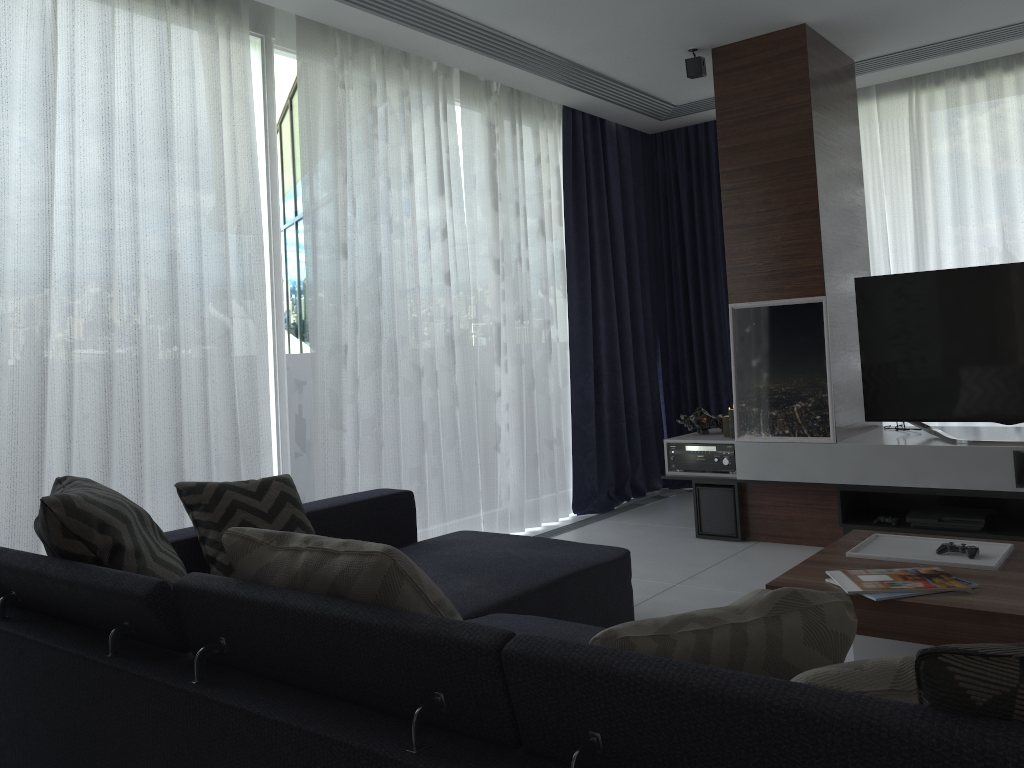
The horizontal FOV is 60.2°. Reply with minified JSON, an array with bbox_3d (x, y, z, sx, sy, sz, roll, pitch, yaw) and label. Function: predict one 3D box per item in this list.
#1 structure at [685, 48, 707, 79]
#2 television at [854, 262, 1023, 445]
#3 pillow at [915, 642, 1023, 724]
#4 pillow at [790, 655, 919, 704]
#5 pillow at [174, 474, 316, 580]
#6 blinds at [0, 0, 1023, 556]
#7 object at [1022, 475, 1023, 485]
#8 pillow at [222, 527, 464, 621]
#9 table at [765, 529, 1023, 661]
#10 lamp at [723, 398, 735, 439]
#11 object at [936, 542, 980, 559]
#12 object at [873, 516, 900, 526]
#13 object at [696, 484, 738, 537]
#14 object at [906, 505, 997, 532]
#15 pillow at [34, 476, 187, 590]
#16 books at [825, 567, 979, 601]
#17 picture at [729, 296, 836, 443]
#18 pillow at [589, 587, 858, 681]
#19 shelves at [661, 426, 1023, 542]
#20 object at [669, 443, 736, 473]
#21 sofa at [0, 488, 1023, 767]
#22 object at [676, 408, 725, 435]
[{"bbox_3d":[0.970,-1.685,4.663,0.084,0.143,0.114,-4,-2,28],"label":"structure"},{"bbox_3d":[2.198,-0.142,3.949,1.226,0.789,0.297,-3,-2,38],"label":"television"},{"bbox_3d":[0.652,0.437,0.979,0.415,0.387,0.221,-3,-2,8],"label":"pillow"},{"bbox_3d":[0.537,0.472,1.192,0.416,0.295,0.329,-3,0,0],"label":"pillow"},{"bbox_3d":[-0.806,0.464,2.805,0.285,0.346,0.415,-4,-1,43],"label":"pillow"},{"bbox_3d":[1.108,-0.515,2.194,5.780,2.781,7.146,-2,1,41],"label":"blinds"},{"bbox_3d":[2.409,0.395,3.701,0.429,0.053,0.336,-2,2,38],"label":"object"},{"bbox_3d":[-0.283,0.462,1.710,0.493,0.389,0.343,-3,-1,38],"label":"pillow"},{"bbox_3d":[1.260,0.679,2.476,0.798,0.353,0.806,-2,1,38],"label":"table"},{"bbox_3d":[1.172,0.179,4.699,0.077,0.212,0.153,-3,-1,-4],"label":"lamp"},{"bbox_3d":[1.315,0.485,2.600,0.071,0.036,0.112,-4,1,-39],"label":"object"},{"bbox_3d":[1.740,0.630,4.091,0.071,0.036,0.112,-4,1,-39],"label":"object"},{"bbox_3d":[1.124,0.649,4.635,0.212,0.252,0.254,-4,-1,38],"label":"object"},{"bbox_3d":[1.993,0.603,4.004,0.313,0.067,0.314,-2,2,38],"label":"object"},{"bbox_3d":[-1.017,0.503,2.274,0.356,0.520,0.596,-2,-1,-22],"label":"pillow"},{"bbox_3d":[4.787,0.441,1.200,8.222,0.374,0.405,-3,0,16],"label":"books"},{"bbox_3d":[1.325,-0.066,4.364,0.498,0.703,0.053,-4,-3,37],"label":"picture"},{"bbox_3d":[0.296,0.473,1.343,0.418,0.352,0.279,-3,-1,-9],"label":"pillow"},{"bbox_3d":[1.995,0.501,4.355,2.342,0.501,0.874,-2,1,38],"label":"shelves"},{"bbox_3d":[1.099,0.383,4.788,0.368,0.151,0.369,-2,1,38],"label":"object"},{"bbox_3d":[0.209,0.620,2.161,2.864,0.610,1.902,-2,2,38],"label":"sofa"},{"bbox_3d":[1.079,0.206,4.958,0.311,0.151,0.137,-3,-1,-5],"label":"object"}]
